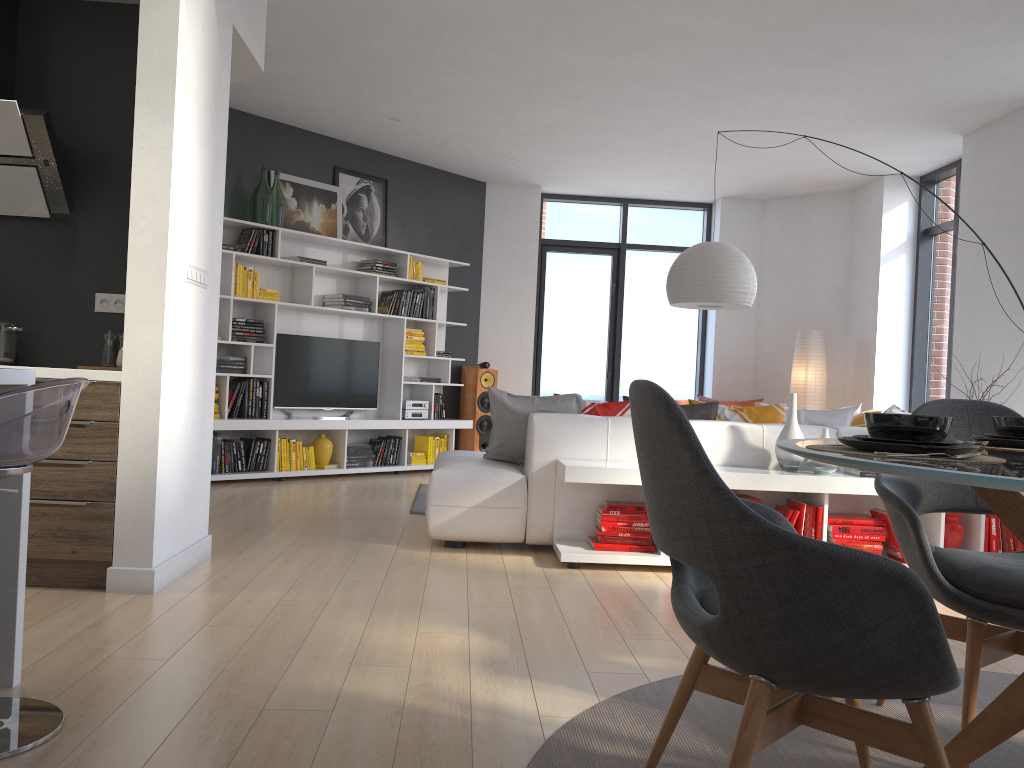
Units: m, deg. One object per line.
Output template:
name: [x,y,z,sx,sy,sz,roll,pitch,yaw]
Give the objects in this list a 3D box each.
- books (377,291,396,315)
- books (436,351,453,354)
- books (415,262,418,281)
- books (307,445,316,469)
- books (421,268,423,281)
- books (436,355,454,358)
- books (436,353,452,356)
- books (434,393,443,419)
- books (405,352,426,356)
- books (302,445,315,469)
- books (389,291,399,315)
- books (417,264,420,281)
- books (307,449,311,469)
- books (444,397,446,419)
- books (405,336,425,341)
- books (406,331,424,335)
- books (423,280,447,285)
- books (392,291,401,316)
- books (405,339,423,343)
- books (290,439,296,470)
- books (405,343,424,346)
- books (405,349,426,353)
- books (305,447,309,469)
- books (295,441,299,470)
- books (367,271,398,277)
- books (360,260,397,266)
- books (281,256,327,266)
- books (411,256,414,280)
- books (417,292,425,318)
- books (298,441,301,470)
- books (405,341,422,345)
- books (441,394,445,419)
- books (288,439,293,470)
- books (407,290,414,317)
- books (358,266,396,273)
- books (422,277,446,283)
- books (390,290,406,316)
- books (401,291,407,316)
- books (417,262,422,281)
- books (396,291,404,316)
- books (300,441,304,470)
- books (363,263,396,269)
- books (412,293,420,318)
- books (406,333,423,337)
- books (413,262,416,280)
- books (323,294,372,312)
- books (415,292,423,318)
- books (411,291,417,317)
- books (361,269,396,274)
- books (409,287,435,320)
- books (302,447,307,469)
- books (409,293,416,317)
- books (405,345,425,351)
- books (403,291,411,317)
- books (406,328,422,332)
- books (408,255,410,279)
books: [-1.171,-0.749,8.218,0.182,0.234,0.104,3,0,42]
books: [-0.717,-0.311,8.735,0.213,0.023,0.161,3,0,-45]
books: [-0.944,-1.062,8.389,0.128,0.178,0.044,3,0,41]
books: [-1.720,0.617,7.511,0.149,0.193,0.046,3,0,43]
books: [-0.909,-1.063,8.445,0.142,0.184,0.044,3,0,43]
books: [-0.707,-0.272,8.723,0.213,0.023,0.161,3,0,-45]
books: [-0.709,-0.292,8.724,0.142,0.015,0.198,3,0,40]
books: [-0.760,0.214,8.718,0.193,0.255,0.066,3,0,41]
books: [-0.982,-0.288,8.478,0.257,0.028,0.194,3,0,-43]
books: [-1.730,0.617,7.487,0.148,0.193,0.067,3,0,43]
books: [-1.152,-0.747,8.246,0.187,0.234,0.096,3,0,42]
books: [-0.923,-1.051,8.395,0.108,0.161,0.046,3,0,41]
books: [-1.735,0.629,7.458,0.113,0.169,0.049,3,0,41]
books: [-0.736,0.225,8.781,0.179,0.233,0.077,3,0,42]
books: [-0.985,-0.439,8.499,0.176,0.033,0.239,3,0,45]
books: [-0.981,-0.490,8.500,0.223,0.023,0.163,3,0,-44]
books: [-0.797,-0.979,8.623,0.257,0.028,0.194,3,0,-43]
books: [-1.121,-0.747,8.260,0.169,0.233,0.081,3,0,41]
books: [-0.995,-0.414,8.493,0.171,0.019,0.239,3,0,42]
books: [-1.865,0.581,7.361,0.185,0.252,0.055,3,0,40]
books: [-1.001,-0.377,8.493,0.189,0.014,0.251,3,0,45]
books: [-0.989,-0.314,8.481,0.203,0.024,0.257,3,0,45]
books: [-1.757,0.618,7.452,0.134,0.187,0.046,3,0,41]
books: [-1.830,0.588,7.372,0.169,0.240,0.043,3,0,41]
books: [-1.232,-1.002,8.163,0.284,0.030,0.214,3,0,-45]
books: [-1.231,-1.108,8.170,0.209,0.030,0.266,3,0,35]
books: [-1.773,-1.038,7.549,0.250,0.047,0.310,3,0,37]
books: [-0.998,-1.087,8.370,0.164,0.224,0.054,3,0,41]
books: [-0.929,-0.750,8.490,0.197,0.260,0.066,3,0,42]
books: [-1.828,0.590,7.403,0.171,0.235,0.043,3,0,40]
books: [-0.991,-0.394,8.472,0.217,0.023,0.145,3,0,-44]
books: [-0.735,0.221,8.735,0.177,0.242,0.066,3,0,41]
books: [-1.874,0.580,7.335,0.180,0.252,0.041,3,0,42]
books: [-1.026,-0.755,8.385,0.197,0.260,0.066,3,0,42]
books: [-1.246,-1.054,8.181,0.284,0.030,0.214,3,0,-45]
books: [-0.804,-1.005,8.627,0.203,0.024,0.257,3,0,45]
books: [-1.092,-0.756,8.312,0.192,0.254,0.075,3,0,41]
books: [-1.070,-0.748,8.328,0.179,0.243,0.068,3,0,40]
books: [-0.918,-1.063,8.422,0.141,0.184,0.064,3,0,43]
books: [-1.088,-0.748,8.278,0.172,0.242,0.069,3,0,43]
books: [-1.814,0.591,7.432,0.172,0.235,0.056,3,0,41]
books: [-1.222,-1.080,8.165,0.180,0.026,0.246,3,0,44]
books: [-0.968,-0.745,8.428,0.179,0.243,0.071,3,0,41]
books: [-0.990,-0.468,8.496,0.227,0.022,0.160,3,0,-33]
books: [-0.962,-1.063,8.378,0.132,0.180,0.054,3,0,42]
books: [-1.473,-0.716,7.932,0.277,0.137,0.343,3,0,37]
books: [-0.951,-0.747,8.464,0.191,0.249,0.084,3,0,42]
books: [-0.995,-0.751,8.417,0.192,0.254,0.075,3,0,41]
books: [-1.234,-1.027,8.165,0.189,0.020,0.264,3,0,40]
books: [-0.884,-0.773,8.581,0.259,0.321,0.128,3,0,42]
books: [-1.776,0.617,7.441,0.138,0.188,0.056,3,0,42]
books: [-0.991,-0.743,8.383,0.172,0.242,0.069,3,0,43]
books: [-0.990,-0.348,8.485,0.189,0.042,0.243,3,0,42]
books: [-1.048,-0.751,8.359,0.191,0.249,0.084,3,0,42]
books: [-1.003,-0.515,8.507,0.223,0.023,0.163,3,0,-44]
books: [-1.013,-1.090,8.312,0.161,0.229,0.041,3,0,41]
